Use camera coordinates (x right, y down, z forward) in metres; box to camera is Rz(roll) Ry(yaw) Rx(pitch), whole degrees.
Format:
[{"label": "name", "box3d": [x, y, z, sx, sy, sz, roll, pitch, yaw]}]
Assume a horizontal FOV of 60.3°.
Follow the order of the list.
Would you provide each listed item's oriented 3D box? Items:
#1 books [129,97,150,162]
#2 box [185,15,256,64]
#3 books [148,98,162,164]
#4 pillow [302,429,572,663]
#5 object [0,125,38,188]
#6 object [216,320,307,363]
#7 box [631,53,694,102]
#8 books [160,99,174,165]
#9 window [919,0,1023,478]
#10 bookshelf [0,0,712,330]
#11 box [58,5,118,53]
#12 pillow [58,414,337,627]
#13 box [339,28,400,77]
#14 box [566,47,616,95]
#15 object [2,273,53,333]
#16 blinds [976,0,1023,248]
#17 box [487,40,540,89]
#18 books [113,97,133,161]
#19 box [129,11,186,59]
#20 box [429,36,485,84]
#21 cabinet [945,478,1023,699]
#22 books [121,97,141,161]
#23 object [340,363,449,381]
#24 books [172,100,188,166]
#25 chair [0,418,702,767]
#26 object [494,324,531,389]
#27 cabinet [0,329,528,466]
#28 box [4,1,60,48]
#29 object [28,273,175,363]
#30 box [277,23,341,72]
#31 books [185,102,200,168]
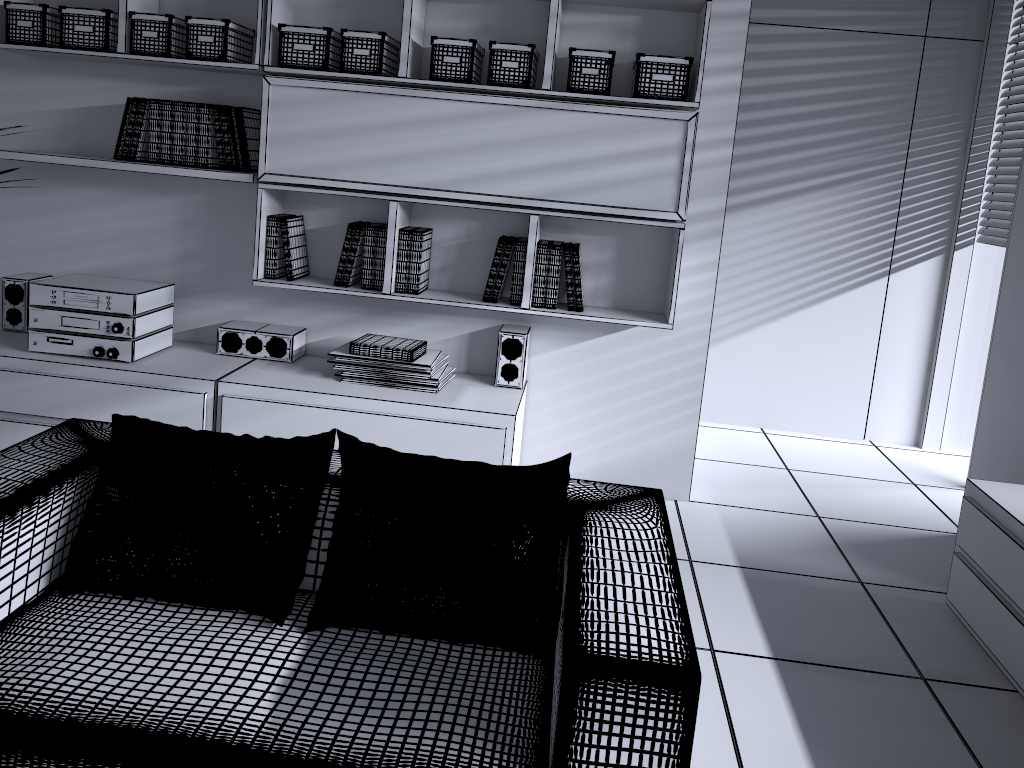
[{"label": "books", "box3d": [-1.500, -1.049, 3.651, 0.075, 0.255, 0.211, 6, 10, 3]}, {"label": "box", "box3d": [-1.173, -1.370, 3.548, 0.179, 0.159, 0.286, 6, 13, 4]}, {"label": "books", "box3d": [-1.433, -1.042, 3.648, 0.050, 0.254, 0.211, 6, 10, 4]}, {"label": "pillow", "box3d": [-0.161, 0.355, 2.024, 0.566, 0.392, 0.306, 6, 10, 2]}, {"label": "object", "box3d": [-2.322, -0.473, 3.275, 0.253, 1.558, 1.183, 11, 12, 36]}, {"label": "object", "box3d": [-1.066, -0.182, 3.755, 0.329, 0.117, 0.180, 6, 12, 4]}, {"label": "box", "box3d": [0.572, -1.172, 3.408, 0.217, 0.159, 0.286, 6, 13, 4]}, {"label": "books", "box3d": [-1.382, -1.036, 3.644, 0.050, 0.254, 0.211, 6, 10, 4]}, {"label": "window", "box3d": [2.440, -1.044, 4.396, 0.100, 3.075, 0.699, 6, 8, 4]}, {"label": "bookshelf", "box3d": [-0.706, -1.006, 3.557, 2.819, 1.233, 0.332, 6, 8, 5]}, {"label": "box", "box3d": [-1.666, -1.426, 3.587, 0.211, 0.159, 0.286, 6, 13, 4]}, {"label": "pillow", "box3d": [-0.738, 0.311, 2.074, 0.567, 0.382, 0.346, 6, 11, 2]}, {"label": "box", "box3d": [-0.562, -1.301, 3.499, 0.174, 0.159, 0.286, 6, 13, 4]}, {"label": "box", "box3d": [0.305, -1.202, 3.429, 0.179, 0.159, 0.286, 6, 13, 4]}, {"label": "object", "box3d": [-2.108, -0.354, 3.832, 0.119, 0.227, 0.180, 6, 10, 4]}, {"label": "blinds", "box3d": [2.579, -1.609, 4.307, 0.039, 1.871, 0.646, 6, 9, 4]}, {"label": "box", "box3d": [0.006, -1.236, 3.453, 0.179, 0.159, 0.286, 6, 13, 4]}, {"label": "books", "box3d": [-1.564, -1.053, 3.651, 0.072, 0.253, 0.211, 6, 10, 4]}, {"label": "box", "box3d": [-1.398, -1.395, 3.566, 0.175, 0.159, 0.286, 6, 13, 4]}, {"label": "box", "box3d": [-0.216, -1.262, 3.471, 0.179, 0.159, 0.286, 6, 13, 4]}, {"label": "cabinet", "box3d": [1.711, 0.766, 2.158, 0.597, 0.441, 1.708, 6, 14, 4]}, {"label": "books", "box3d": [-1.532, -1.052, 3.653, 0.075, 0.255, 0.211, 6, 10, 4]}, {"label": "object", "box3d": [-0.472, -0.072, 3.570, 0.416, 0.008, 0.291, 7, 14, 5]}, {"label": "books", "box3d": [-1.331, -1.029, 3.634, 0.050, 0.254, 0.211, 6, 10, 4]}, {"label": "chair", "box3d": [-0.485, 0.553, 1.963, 1.650, 0.542, 0.978, 6, 13, 4]}, {"label": "object", "box3d": [0.003, -0.115, 3.662, 0.119, 0.227, 0.180, 6, 10, 4]}, {"label": "cabinet", "box3d": [-1.105, 0.143, 3.599, 2.271, 0.442, 0.585, 6, 12, 5]}, {"label": "box", "box3d": [-1.909, -1.453, 3.607, 0.174, 0.159, 0.286, 6, 13, 4]}, {"label": "object", "box3d": [-1.659, -0.274, 3.572, 0.430, 0.265, 0.353, 6, 12, 4]}, {"label": "box", "box3d": [-0.788, -1.326, 3.517, 0.212, 0.159, 0.286, 6, 13, 4]}, {"label": "books", "box3d": [-1.278, -1.025, 3.637, 0.050, 0.254, 0.211, 6, 10, 4]}]
